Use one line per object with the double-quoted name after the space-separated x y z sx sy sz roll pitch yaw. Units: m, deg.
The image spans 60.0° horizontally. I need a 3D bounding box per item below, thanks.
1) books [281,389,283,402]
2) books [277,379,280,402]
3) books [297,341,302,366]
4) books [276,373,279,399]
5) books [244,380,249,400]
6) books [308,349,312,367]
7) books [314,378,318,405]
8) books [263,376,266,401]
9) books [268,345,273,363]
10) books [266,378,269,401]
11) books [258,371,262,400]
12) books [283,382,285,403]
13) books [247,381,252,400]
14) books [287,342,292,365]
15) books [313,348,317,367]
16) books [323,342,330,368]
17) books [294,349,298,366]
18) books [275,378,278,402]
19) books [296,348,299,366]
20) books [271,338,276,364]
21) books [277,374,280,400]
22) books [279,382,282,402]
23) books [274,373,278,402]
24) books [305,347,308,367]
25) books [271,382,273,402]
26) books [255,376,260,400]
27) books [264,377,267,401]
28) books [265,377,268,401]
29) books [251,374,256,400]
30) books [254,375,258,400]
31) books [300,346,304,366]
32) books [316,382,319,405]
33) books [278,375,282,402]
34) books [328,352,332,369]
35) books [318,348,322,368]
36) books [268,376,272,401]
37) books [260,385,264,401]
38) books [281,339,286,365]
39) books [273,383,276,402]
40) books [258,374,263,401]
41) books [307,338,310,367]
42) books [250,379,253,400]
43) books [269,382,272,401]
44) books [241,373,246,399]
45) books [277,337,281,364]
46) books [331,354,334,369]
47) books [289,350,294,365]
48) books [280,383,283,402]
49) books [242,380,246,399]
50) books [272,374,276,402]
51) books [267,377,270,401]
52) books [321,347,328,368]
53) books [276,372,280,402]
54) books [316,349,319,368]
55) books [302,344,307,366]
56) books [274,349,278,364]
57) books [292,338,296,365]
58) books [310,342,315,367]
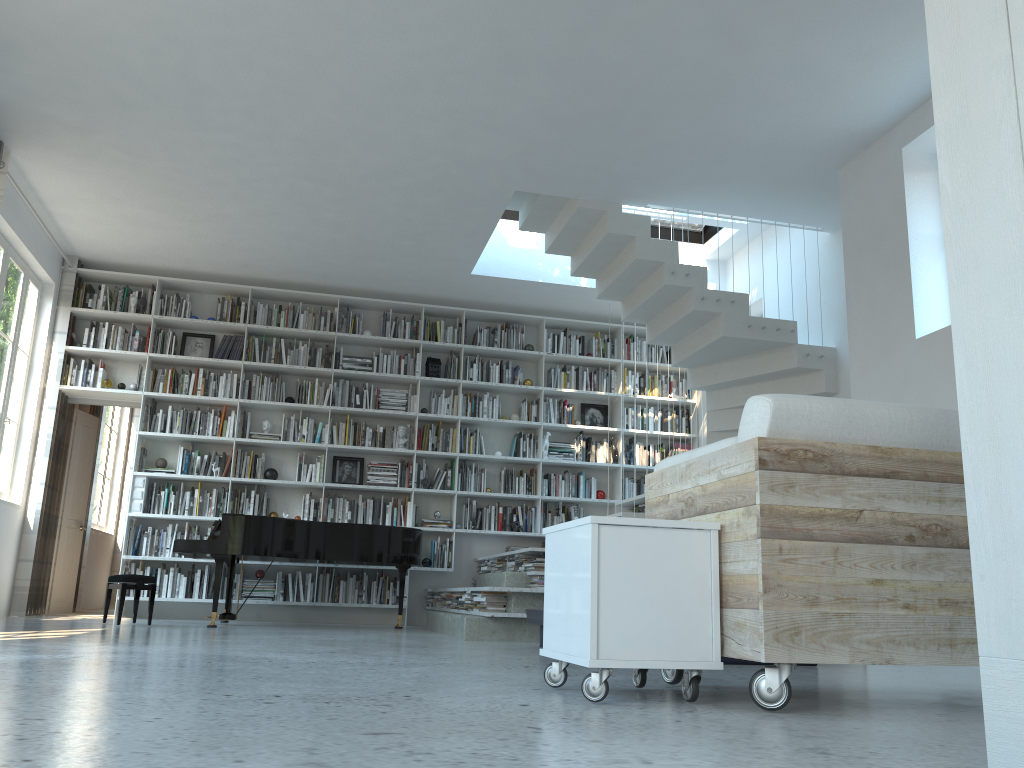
-2.226 0.120 8.591 0.004 0.209 0.132 5 -14 -12 "books"
-2.257 0.079 8.585 0.004 0.283 0.167 5 -14 -12 "books"
-2.086 -0.263 8.709 0.026 0.285 0.138 5 -13 -12 "books"
-2.273 0.064 8.591 0.005 0.315 0.157 5 -13 -12 "books"
-2.551 0.086 8.528 0.029 0.224 0.137 5 -14 -12 "books"
-1.992 -0.219 8.724 0.024 0.213 0.150 5 -14 -12 "books"
-1.915 0.106 8.651 0.022 0.284 0.190 5 -14 -12 "books"
-2.381 0.072 8.530 0.009 0.262 0.190 5 -14 -12 "books"
-2.350 -0.256 8.630 0.029 0.218 0.158 5 -14 -12 "books"
-2.356 0.084 8.560 0.011 0.255 0.152 5 -14 -12 "books"
-2.433 0.049 8.553 0.011 0.316 0.155 5 -13 -12 "books"
-2.208 0.109 8.589 0.031 0.231 0.148 5 -14 -12 "books"
-2.524 0.091 8.532 0.024 0.219 0.140 5 -14 -12 "books"
-2.183 -0.262 8.680 0.027 0.264 0.169 5 -14 -12 "books"
-1.940 -0.221 8.718 0.030 0.217 0.183 5 -14 -12 "books"
-1.838 -0.253 8.749 0.058 0.301 0.175 5 -14 -12 "books"
-2.125 -0.227 8.706 0.024 0.212 0.128 5 -14 -12 "books"
-2.278 0.087 8.572 0.010 0.261 0.158 5 -14 -12 "books"
-2.102 -0.229 8.684 0.010 0.208 0.174 5 -14 -12 "books"
-2.324 -0.290 8.644 0.023 0.292 0.156 5 -14 -12 "books"
-2.262 0.069 8.588 0.005 0.304 0.163 5 -14 -12 "books"
-2.245 0.107 8.598 0.009 0.236 0.135 5 -14 -12 "books"
-2.285 0.059 8.584 0.004 0.320 0.153 5 -13 -12 "books"
-2.018 -0.232 8.709 0.013 0.230 0.142 5 -14 -12 "books"
-2.318 0.104 8.573 0.011 0.226 0.130 5 -14 -12 "books"
-2.448 0.071 8.531 0.024 0.261 0.178 5 -14 -12 "books"
-2.372 0.079 8.532 0.012 0.251 0.184 5 -14 -12 "books"
-2.366 0.081 8.558 0.010 0.261 0.170 5 -14 -12 "books"
-2.483 0.060 8.528 0.026 0.279 0.151 5 -14 -12 "books"
-2.464 0.062 8.528 0.012 0.275 0.157 5 -14 -12 "books"
-2.059 -0.237 8.685 0.021 0.225 0.192 5 -14 -12 "books"
-1.901 0.122 8.658 0.010 0.256 0.140 5 -14 -12 "books"
-2.246 0.074 8.569 0.011 0.286 0.189 5 -14 -12 "books"
-1.803 -0.200 8.772 0.028 0.211 0.135 5 -14 -12 "books"
-1.897 -0.222 8.748 0.025 0.236 0.153 5 -14 -12 "books"
-2.334 0.072 8.557 0.011 0.278 0.169 5 -14 -12 "books"
-2.406 0.114 8.541 0.029 0.186 0.149 5 -14 -12 "books"
-2.229 -0.280 8.657 0.075 0.285 0.179 5 -14 -12 "books"
-2.298 0.111 8.582 0.012 0.216 0.133 5 -14 -12 "books"
-2.419 0.061 8.531 0.010 0.283 0.184 5 -14 -12 "books"
-2.003 -0.273 8.711 0.011 0.312 0.184 5 -14 -12 "books"
-2.504 0.079 8.526 0.012 0.239 0.134 5 -14 -12 "books"
-2.323 0.106 8.545 0.011 0.208 0.181 5 -14 -12 "books"
-2.582 0.052 8.520 0.012 0.284 0.160 5 -14 -12 "books"
-2.277 -0.292 8.675 0.013 0.314 0.135 5 -13 -12 "books"
-1.782 -0.188 8.781 0.019 0.193 0.098 5 -13 -12 "books"
-2.156 -0.220 8.670 0.028 0.179 0.168 5 -14 -12 "books"
-2.234 0.116 8.592 0.012 0.217 0.151 5 -14 -12 "books"
-2.566 0.087 8.498 0.015 0.207 0.186 5 -14 -12 "books"
-2.302 0.069 8.564 0.011 0.291 0.177 5 -14 -12 "books"
-2.343 0.079 8.547 0.009 0.260 0.180 5 -14 -12 "books"
-1.854 -0.236 8.742 0.055 0.263 0.167 5 -14 -12 "books"
-2.267 0.056 8.591 0.005 0.330 0.162 5 -13 -12 "books"
-1.916 -0.220 8.727 0.022 0.222 0.161 5 -14 -12 "books"
-2.038 -0.247 8.712 0.028 0.260 0.136 5 -14 -12 "books"
-2.300 -0.230 8.647 0.034 0.180 0.160 5 -14 -12 "books"
-2.135 -0.280 8.689 0.012 0.307 0.145 5 -13 -12 "books"
-1.969 -0.254 8.739 0.022 0.290 0.147 5 -13 -12 "books"
